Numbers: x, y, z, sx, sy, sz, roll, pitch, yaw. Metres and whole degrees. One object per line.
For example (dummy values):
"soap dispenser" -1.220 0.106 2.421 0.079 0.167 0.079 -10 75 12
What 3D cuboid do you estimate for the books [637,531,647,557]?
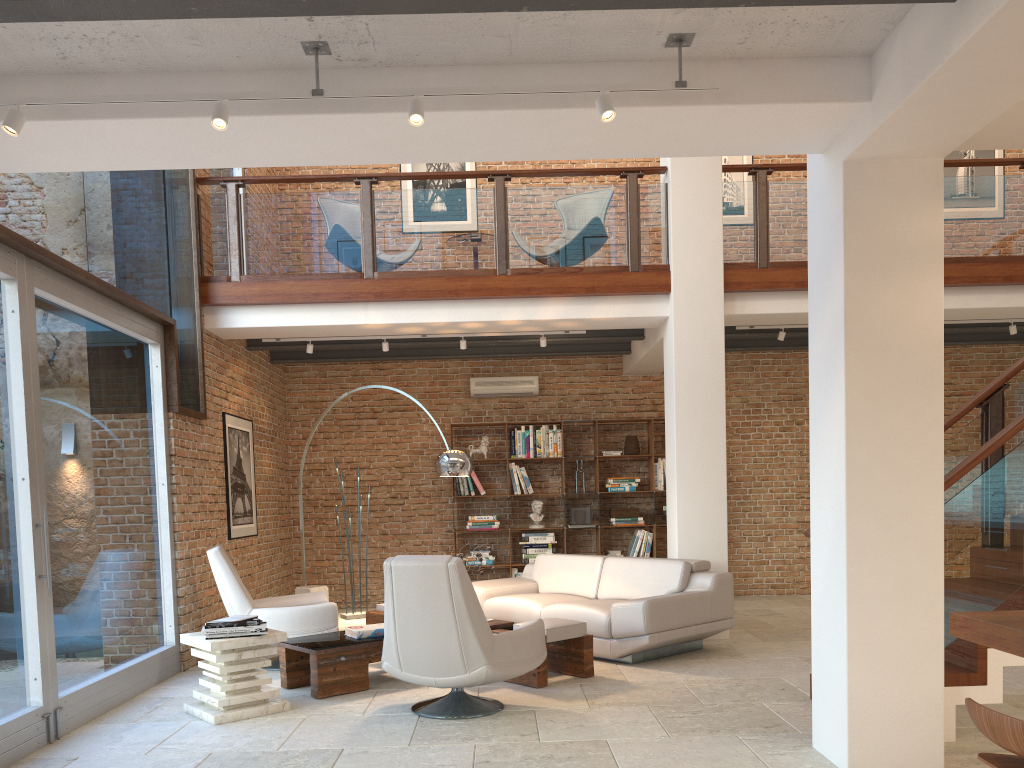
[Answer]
"books" 1.558 1.939 10.486 0.098 0.354 0.272 -2 -1 -1

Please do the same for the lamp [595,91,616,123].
"lamp" 0.357 -1.062 3.336 0.059 0.129 0.086 -2 0 -31

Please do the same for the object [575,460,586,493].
"object" 0.810 1.099 10.371 0.121 0.399 0.061 -2 3 2

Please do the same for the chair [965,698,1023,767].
"chair" 1.350 1.167 2.134 0.423 0.774 0.403 -2 1 -1

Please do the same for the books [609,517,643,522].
"books" 1.359 1.621 10.446 0.379 0.036 0.246 -1 -7 -2

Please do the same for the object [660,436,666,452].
"object" 1.995 0.729 10.405 0.440 0.218 0.436 -6 -7 40

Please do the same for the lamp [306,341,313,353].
"lamp" -1.935 -0.348 8.345 0.059 0.129 0.086 -2 0 -31

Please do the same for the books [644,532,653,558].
"books" 1.624 1.947 10.482 0.116 0.333 0.255 -2 -1 -1

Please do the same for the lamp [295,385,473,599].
"lamp" -1.163 1.184 7.746 2.038 2.349 0.317 -3 2 35

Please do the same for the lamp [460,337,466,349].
"lamp" -0.469 -0.388 8.368 0.061 0.129 0.086 -2 0 1

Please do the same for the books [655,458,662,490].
"books" 1.750 1.084 10.431 0.036 0.383 0.244 -2 0 -1

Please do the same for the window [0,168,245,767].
"window" -2.926 -1.374 3.075 0.648 6.365 12.410 -2 -5 -1

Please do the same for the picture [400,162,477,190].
"picture" -0.875 -2.402 10.407 0.913 1.197 0.027 -2 3 -1

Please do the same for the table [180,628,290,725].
"table" -1.760 1.831 5.539 0.494 0.503 0.497 0 -3 -41

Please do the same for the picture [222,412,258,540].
"picture" -2.653 0.914 8.532 0.027 1.194 0.914 -2 -1 -1

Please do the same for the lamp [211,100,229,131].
"lamp" -1.109 -1.028 3.312 0.061 0.121 0.086 -2 0 1

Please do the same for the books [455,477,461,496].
"books" -0.651 1.150 10.408 0.091 0.384 0.244 -2 0 -1

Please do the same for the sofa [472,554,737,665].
"sofa" 0.659 1.904 7.629 1.143 0.753 2.344 2 -7 -41

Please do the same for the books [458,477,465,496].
"books" -0.613 1.149 10.416 0.091 0.384 0.244 -2 0 -1

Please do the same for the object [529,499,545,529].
"object" 0.296 1.554 10.434 0.196 0.350 0.193 -1 1 15

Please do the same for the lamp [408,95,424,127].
"lamp" -0.365 -1.043 3.323 0.061 0.129 0.086 -2 0 1

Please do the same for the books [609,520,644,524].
"books" 1.374 1.662 10.483 0.379 0.036 0.246 -1 -7 -6

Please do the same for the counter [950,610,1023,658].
"counter" 2.225 0.982 1.481 1.686 0.915 2.513 -2 -6 -1

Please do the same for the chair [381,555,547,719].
"chair" -0.383 1.518 5.329 1.029 1.014 0.973 -2 -2 16

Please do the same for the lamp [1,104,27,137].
"lamp" -1.890 -1.000 3.309 0.087 0.129 0.059 -2 1 -41

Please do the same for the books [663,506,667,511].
"books" 1.980 1.490 10.477 0.327 0.055 0.256 -3 -7 9

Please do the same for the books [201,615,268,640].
"books" -1.769 1.547 5.580 0.389 0.079 0.573 0 -7 -17

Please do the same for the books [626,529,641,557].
"books" 1.463 1.935 10.497 0.163 0.372 0.244 -2 0 -1

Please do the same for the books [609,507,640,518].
"books" 1.346 1.545 10.451 0.335 0.118 0.214 -2 -5 -1

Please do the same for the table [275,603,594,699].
"table" -0.734 1.974 6.603 1.970 0.427 2.220 4 -9 -40

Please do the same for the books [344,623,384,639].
"books" -1.015 1.788 6.316 0.326 0.056 0.257 3 -8 -30

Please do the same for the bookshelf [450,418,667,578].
"bookshelf" 0.821 1.547 10.433 3.033 2.202 0.363 -2 3 -1

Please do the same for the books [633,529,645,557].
"books" 1.505 1.930 10.474 0.161 0.372 0.244 -2 0 -1

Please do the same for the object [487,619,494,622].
"object" -0.241 1.754 6.470 0.271 0.034 0.251 2 -8 -29

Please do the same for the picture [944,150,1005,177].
"picture" 5.471 -2.576 10.495 0.913 1.197 0.027 -2 3 -1

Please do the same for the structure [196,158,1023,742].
"structure" 2.257 -0.342 3.719 10.152 4.122 13.947 -2 -6 -1

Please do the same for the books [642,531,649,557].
"books" 1.579 1.942 10.495 0.098 0.354 0.272 -2 -1 -1

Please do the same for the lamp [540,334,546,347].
"lamp" 0.300 -0.414 8.388 0.061 0.115 0.095 -2 -1 6

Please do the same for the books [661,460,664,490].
"books" 1.778 1.098 10.442 0.021 0.358 0.272 -2 -1 -1

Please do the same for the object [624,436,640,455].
"object" 1.423 0.733 10.354 0.193 0.232 0.193 -1 -2 -43

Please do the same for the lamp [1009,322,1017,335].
"lamp" 4.847 -0.534 8.434 0.087 0.129 0.059 -2 1 -41

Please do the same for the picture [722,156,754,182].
"picture" 2.438 -2.493 10.453 0.913 1.197 0.027 -2 3 -1

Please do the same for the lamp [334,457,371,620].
"lamp" -1.775 1.725 9.757 0.416 1.820 0.199 -3 3 -31

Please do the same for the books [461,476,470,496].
"books" -0.562 1.176 10.437 0.102 0.333 0.255 -2 -1 -1

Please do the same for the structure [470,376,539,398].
"structure" -0.091 0.036 10.468 0.812 0.219 0.200 -2 -2 -1

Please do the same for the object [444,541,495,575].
"object" -0.372 1.508 6.736 0.541 0.606 0.317 -1 0 -30

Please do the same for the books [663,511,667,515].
"books" 1.998 1.546 10.481 0.326 0.055 0.256 -2 -7 -1

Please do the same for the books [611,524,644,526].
"books" 1.389 1.688 10.471 0.355 0.020 0.274 -1 -7 -2

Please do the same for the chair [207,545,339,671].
"chair" -1.936 1.789 7.075 0.982 0.997 1.031 -1 -2 -17

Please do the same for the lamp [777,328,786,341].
"lamp" 2.600 -0.472 8.408 0.059 0.129 0.086 -2 0 -31

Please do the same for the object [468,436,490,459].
"object" -0.390 0.752 10.334 0.252 0.283 0.130 -2 1 7

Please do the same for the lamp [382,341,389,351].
"lamp" -1.213 -0.372 8.357 0.061 0.121 0.086 -2 0 1

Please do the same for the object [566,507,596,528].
"object" 0.823 1.593 10.418 0.335 0.232 0.285 -2 -3 -1
